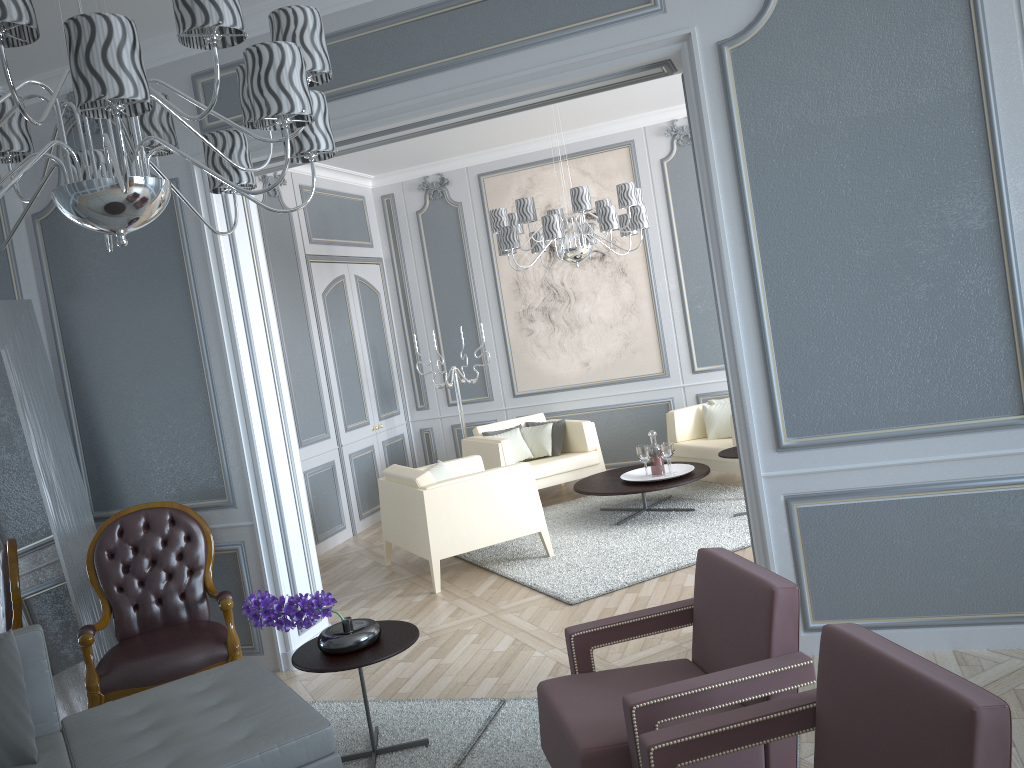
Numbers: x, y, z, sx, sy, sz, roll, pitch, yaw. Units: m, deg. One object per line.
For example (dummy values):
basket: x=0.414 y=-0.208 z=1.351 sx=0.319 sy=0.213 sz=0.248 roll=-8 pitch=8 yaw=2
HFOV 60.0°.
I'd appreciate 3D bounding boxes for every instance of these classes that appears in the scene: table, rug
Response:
table: x=1.453 y=0.574 z=5.227 sx=0.415 sy=0.384 sz=0.414 roll=-11 pitch=4 yaw=-24
table: x=-0.476 y=1.031 z=2.888 sx=0.414 sy=0.384 sz=0.415 roll=-9 pitch=3 yaw=6
table: x=0.849 y=0.713 z=5.724 sx=0.882 sy=0.239 sz=0.884 roll=-8 pitch=4 yaw=16
rug: x=0.720 y=0.867 z=5.466 sx=2.003 sy=0.010 sz=1.999 roll=-11 pitch=4 yaw=-26
rug: x=-0.519 y=1.317 z=1.679 sx=2.016 sy=0.010 sz=3.209 roll=-8 pitch=4 yaw=19

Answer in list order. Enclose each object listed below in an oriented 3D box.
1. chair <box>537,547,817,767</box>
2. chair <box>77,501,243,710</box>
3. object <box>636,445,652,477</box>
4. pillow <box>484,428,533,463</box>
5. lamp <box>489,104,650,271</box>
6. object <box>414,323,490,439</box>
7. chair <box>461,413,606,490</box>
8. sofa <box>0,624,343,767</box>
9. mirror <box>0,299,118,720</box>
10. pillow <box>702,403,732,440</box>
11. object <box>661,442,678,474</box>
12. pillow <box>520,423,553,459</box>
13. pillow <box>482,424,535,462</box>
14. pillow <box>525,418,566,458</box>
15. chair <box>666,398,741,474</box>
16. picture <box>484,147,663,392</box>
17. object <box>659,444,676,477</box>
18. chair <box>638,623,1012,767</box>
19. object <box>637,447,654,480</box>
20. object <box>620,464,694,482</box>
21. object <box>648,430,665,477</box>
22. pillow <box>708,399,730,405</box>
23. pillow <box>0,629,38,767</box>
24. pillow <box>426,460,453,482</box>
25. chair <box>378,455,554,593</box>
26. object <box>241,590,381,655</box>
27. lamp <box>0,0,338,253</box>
chair: x=0.391 y=0.814 z=2.268 sx=0.606 sy=0.620 sz=0.576 roll=-10 pitch=3 yaw=-11
chair: x=-1.419 y=0.920 z=3.562 sx=0.573 sy=0.828 sz=0.575 roll=-10 pitch=3 yaw=-21
object: x=0.848 y=0.492 z=5.679 sx=0.080 sy=0.196 sz=0.080 roll=-9 pitch=3 yaw=2
pillow: x=-0.022 y=0.471 z=6.551 sx=0.312 sy=0.245 sz=0.163 roll=-12 pitch=4 yaw=-37
lamp: x=0.322 y=-1.288 z=5.600 sx=0.976 sy=1.119 sz=0.977 roll=-9 pitch=3 yaw=7
object: x=-0.390 y=0.254 z=6.899 sx=0.447 sy=1.385 sz=0.446 roll=-11 pitch=3 yaw=-26
chair: x=0.145 y=0.575 z=6.598 sx=0.856 sy=0.620 sz=0.737 roll=-11 pitch=4 yaw=-26
sofa: x=-1.595 y=1.119 z=2.112 sx=2.207 sy=0.667 sz=0.809 roll=-11 pitch=4 yaw=-31
mirror: x=-2.155 y=0.570 z=3.337 sx=0.251 sy=1.791 sz=1.402 roll=-8 pitch=3 yaw=19
pillow: x=1.498 y=0.250 z=6.186 sx=0.311 sy=0.245 sz=0.164 roll=-8 pitch=3 yaw=13
object: x=1.002 y=0.470 z=5.636 sx=0.080 sy=0.196 sz=0.080 roll=-9 pitch=3 yaw=2
pillow: x=0.164 y=0.435 z=6.651 sx=0.311 sy=0.245 sz=0.164 roll=-8 pitch=3 yaw=23
pillow: x=-0.027 y=0.467 z=6.640 sx=0.351 sy=0.276 sz=0.184 roll=-11 pitch=3 yaw=-25
pillow: x=0.237 y=0.420 z=6.699 sx=0.350 sy=0.276 sz=0.184 roll=-7 pitch=4 yaw=35
chair: x=1.591 y=0.375 z=6.100 sx=0.738 sy=0.620 sz=0.854 roll=-11 pitch=4 yaw=-26
picture: x=0.472 y=-0.876 z=7.034 sx=1.198 sy=1.750 sz=0.001 roll=-8 pitch=3 yaw=19
object: x=0.977 y=0.480 z=5.557 sx=0.080 sy=0.196 sz=0.080 roll=-9 pitch=3 yaw=2
chair: x=0.500 y=0.842 z=1.575 sx=0.606 sy=0.620 sz=0.576 roll=-10 pitch=3 yaw=-11
object: x=0.840 y=0.500 z=5.581 sx=0.080 sy=0.196 sz=0.080 roll=-8 pitch=3 yaw=22
object: x=0.923 y=0.572 z=5.625 sx=0.467 sy=0.028 sz=0.469 roll=-7 pitch=4 yaw=31
object: x=0.910 y=0.438 z=5.627 sx=0.086 sy=0.290 sz=0.086 roll=-7 pitch=4 yaw=40
pillow: x=1.561 y=0.237 z=6.247 sx=0.350 sy=0.276 sz=0.184 roll=-8 pitch=3 yaw=25
pillow: x=-1.525 y=0.915 z=2.368 sx=0.423 sy=0.353 sz=0.253 roll=-11 pitch=4 yaw=-34
pillow: x=-0.425 y=0.621 z=5.298 sx=0.182 sy=0.285 sz=0.361 roll=-8 pitch=4 yaw=25
chair: x=-0.314 y=0.741 z=5.206 sx=0.738 sy=0.620 sz=0.854 roll=-11 pitch=4 yaw=-26
object: x=-0.647 y=0.753 z=2.854 sx=0.425 sy=0.221 sz=0.206 roll=-10 pitch=3 yaw=-11
lamp: x=-0.916 y=-0.841 z=1.847 sx=0.976 sy=1.119 sz=0.977 roll=-9 pitch=3 yaw=7
